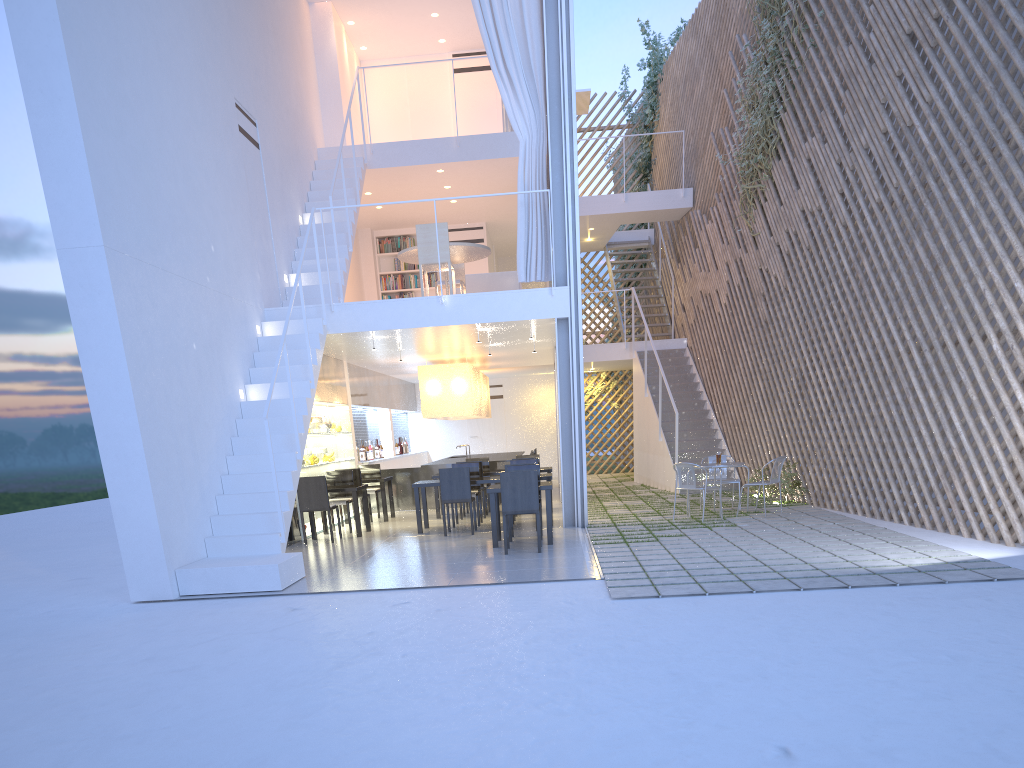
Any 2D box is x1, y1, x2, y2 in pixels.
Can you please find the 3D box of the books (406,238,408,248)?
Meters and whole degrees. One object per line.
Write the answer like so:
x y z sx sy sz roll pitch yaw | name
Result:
-1.045 -1.388 8.260 0.005 0.138 0.088 -2 11 3 | books

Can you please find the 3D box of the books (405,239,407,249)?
-1.057 -1.383 8.266 0.018 0.130 0.078 -2 11 3 | books

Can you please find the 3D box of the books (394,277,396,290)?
-1.185 -1.017 8.378 0.007 0.138 0.088 -2 11 3 | books

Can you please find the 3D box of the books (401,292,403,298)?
-1.116 -0.854 8.431 0.011 0.164 0.075 -2 13 3 | books

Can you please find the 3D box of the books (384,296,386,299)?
-1.287 -0.831 8.440 0.015 0.138 0.088 -2 11 3 | books

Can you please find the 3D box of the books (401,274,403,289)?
-1.108 -1.030 8.375 0.011 0.155 0.079 -2 13 3 | books

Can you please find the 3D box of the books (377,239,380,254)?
-1.339 -1.375 8.279 0.015 0.152 0.081 -2 12 3 | books

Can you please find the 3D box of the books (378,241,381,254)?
-1.328 -1.367 8.278 0.006 0.132 0.088 -2 11 3 | books

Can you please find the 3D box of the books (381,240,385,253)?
-1.292 -1.372 8.287 0.021 0.140 0.064 -2 13 3 | books

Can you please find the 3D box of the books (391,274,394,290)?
-1.211 -1.027 8.379 0.015 0.163 0.080 -2 13 3 | books

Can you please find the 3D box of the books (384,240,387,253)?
-1.270 -1.373 8.285 0.021 0.140 0.064 -2 13 3 | books

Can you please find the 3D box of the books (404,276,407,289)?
-1.083 -1.023 8.383 0.006 0.138 0.066 -2 13 3 | books

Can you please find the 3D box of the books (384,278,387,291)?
-1.282 -1.008 8.386 0.021 0.132 0.085 -2 11 3 | books

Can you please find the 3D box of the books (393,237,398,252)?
-1.167 -1.388 8.270 0.025 0.155 0.077 -2 13 3 | books

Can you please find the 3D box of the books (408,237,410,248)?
-1.028 -1.392 8.258 0.008 0.144 0.088 -2 11 3 | books

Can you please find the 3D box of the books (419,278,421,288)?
-0.930 -1.018 8.382 0.021 0.106 0.058 -2 12 3 | books

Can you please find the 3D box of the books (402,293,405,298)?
-1.102 -0.850 8.433 0.015 0.152 0.072 -2 13 3 | books

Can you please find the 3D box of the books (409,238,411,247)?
-1.016 -1.388 8.260 0.015 0.133 0.085 -2 11 3 | books

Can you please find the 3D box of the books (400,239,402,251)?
-1.108 -1.383 8.267 0.015 0.135 0.082 -2 11 3 | books

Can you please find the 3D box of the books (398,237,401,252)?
-1.128 -1.390 8.270 0.027 0.153 0.072 -2 13 3 | books

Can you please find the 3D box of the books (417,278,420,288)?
-0.951 -1.017 8.383 0.021 0.106 0.058 -2 12 3 | books

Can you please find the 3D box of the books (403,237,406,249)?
-1.073 -1.392 8.262 0.010 0.151 0.082 -2 12 3 | books

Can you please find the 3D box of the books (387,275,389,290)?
-1.254 -1.024 8.384 0.011 0.164 0.075 -2 13 3 | books

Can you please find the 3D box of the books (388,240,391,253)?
-1.224 -1.374 8.273 0.021 0.132 0.085 -2 11 3 | books

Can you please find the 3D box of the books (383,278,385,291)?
-1.295 -1.006 8.389 0.006 0.129 0.083 -2 11 3 | books

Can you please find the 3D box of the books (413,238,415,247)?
-0.983 -1.392 8.267 0.006 0.138 0.066 -2 13 3 | books

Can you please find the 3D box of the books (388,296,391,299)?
-1.254 -0.833 8.449 0.021 0.140 0.064 -2 13 3 | books

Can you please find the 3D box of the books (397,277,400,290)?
-1.150 -1.015 8.382 0.018 0.130 0.078 -2 11 3 | books

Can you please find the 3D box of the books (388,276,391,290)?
-1.240 -1.020 8.387 0.015 0.152 0.072 -2 13 3 | books

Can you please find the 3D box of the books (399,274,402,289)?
-1.127 -1.029 8.374 0.009 0.156 0.082 -2 12 3 | books

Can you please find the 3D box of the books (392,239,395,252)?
-1.186 -1.387 8.271 0.025 0.155 0.077 -2 13 3 | books

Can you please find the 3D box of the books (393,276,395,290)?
-1.193 -1.019 8.378 0.008 0.144 0.088 -2 11 3 | books

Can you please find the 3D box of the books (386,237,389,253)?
-1.242 -1.387 8.274 0.011 0.164 0.075 -2 13 3 | books

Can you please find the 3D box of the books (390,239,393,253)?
-1.209 -1.377 8.270 0.007 0.138 0.088 -2 11 3 | books

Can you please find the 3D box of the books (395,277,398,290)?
-1.170 -1.018 8.389 0.021 0.140 0.064 -2 13 3 | books

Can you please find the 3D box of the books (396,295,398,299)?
-1.170 -0.836 8.434 0.021 0.132 0.085 -2 11 3 | books

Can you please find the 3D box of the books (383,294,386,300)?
-1.303 -0.837 8.441 0.015 0.152 0.081 -2 12 3 | books

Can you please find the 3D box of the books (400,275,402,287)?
-1.118 -1.029 8.377 0.008 0.155 0.077 -2 13 3 | books

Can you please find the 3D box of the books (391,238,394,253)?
-1.195 -1.386 8.272 0.025 0.155 0.077 -2 13 3 | books

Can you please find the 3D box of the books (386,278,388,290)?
-1.268 -1.009 8.384 0.006 0.132 0.088 -2 11 3 | books

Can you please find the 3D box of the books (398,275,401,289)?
-1.137 -1.026 8.376 0.010 0.151 0.082 -2 12 3 | books

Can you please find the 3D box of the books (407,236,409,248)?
-1.038 -1.397 8.259 0.009 0.156 0.082 -2 12 3 | books

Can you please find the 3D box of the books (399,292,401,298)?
-1.137 -0.853 8.430 0.015 0.163 0.080 -2 13 3 | books

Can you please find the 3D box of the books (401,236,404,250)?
-1.093 -1.397 8.263 0.015 0.163 0.080 -2 13 3 | books

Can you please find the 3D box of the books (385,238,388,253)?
-1.254 -1.382 8.275 0.011 0.155 0.079 -2 13 3 | books

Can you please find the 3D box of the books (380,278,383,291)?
-1.321 -1.008 8.387 0.015 0.138 0.088 -2 11 3 | books

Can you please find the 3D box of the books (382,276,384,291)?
-1.307 -1.015 8.387 0.015 0.152 0.081 -2 12 3 | books

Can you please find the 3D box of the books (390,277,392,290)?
-1.225 -1.013 8.384 0.015 0.135 0.082 -2 11 3 | books

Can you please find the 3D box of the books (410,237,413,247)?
-1.001 -1.391 8.257 0.015 0.138 0.088 -2 11 3 | books

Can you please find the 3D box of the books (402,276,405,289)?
-1.094 -1.020 8.374 0.015 0.133 0.085 -2 11 3 | books

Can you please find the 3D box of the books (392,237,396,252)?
-1.177 -1.387 8.271 0.025 0.155 0.077 -2 13 3 | books
